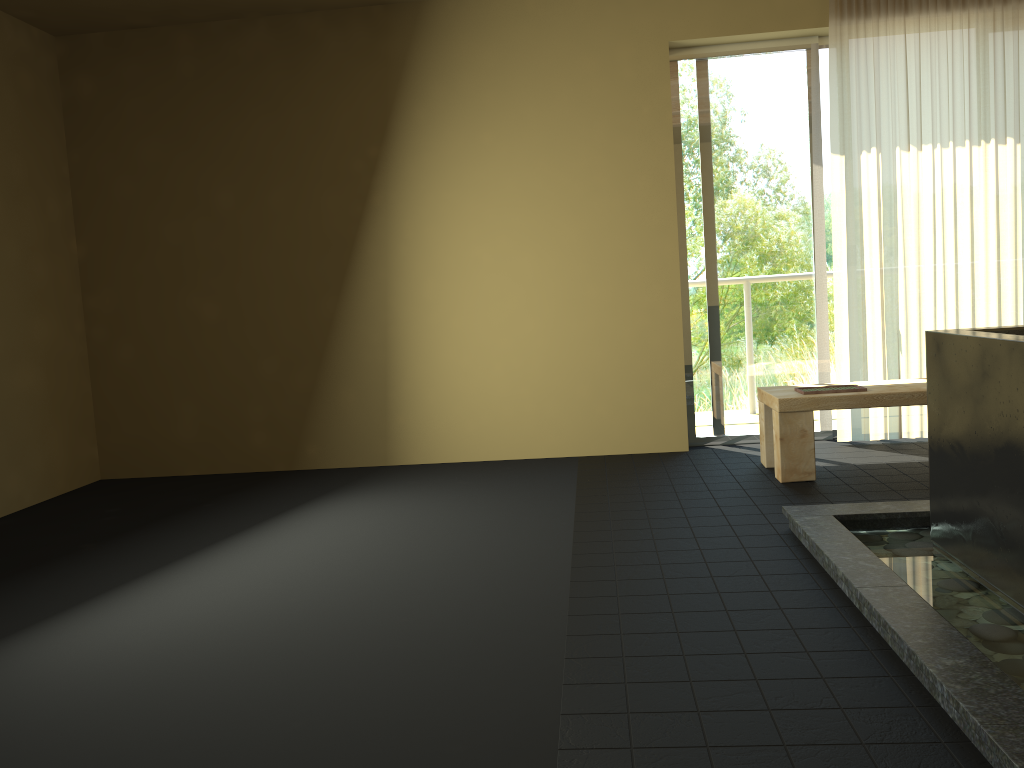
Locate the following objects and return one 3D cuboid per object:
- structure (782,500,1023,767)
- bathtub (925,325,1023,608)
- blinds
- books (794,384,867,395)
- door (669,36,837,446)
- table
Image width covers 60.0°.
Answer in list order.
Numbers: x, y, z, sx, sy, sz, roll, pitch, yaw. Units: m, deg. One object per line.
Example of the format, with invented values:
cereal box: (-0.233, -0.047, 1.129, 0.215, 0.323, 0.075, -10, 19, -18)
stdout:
structure: (2.855, 0.660, 2.275, 3.800, 0.635, 1.975, -3, 5, 5)
bathtub: (2.374, -0.059, 2.288, 2.132, 1.160, 1.069, -3, 5, 5)
blinds: (2.687, -1.006, 4.826, 1.944, 2.577, 0.064, -3, 5, 4)
books: (1.534, 0.026, 4.279, 0.294, 0.014, 0.182, -3, 5, 5)
door: (1.473, -0.799, 5.171, 1.037, 2.330, 0.063, -3, 5, 4)
table: (1.829, 0.210, 4.341, 1.124, 0.399, 0.514, -3, 5, 5)
